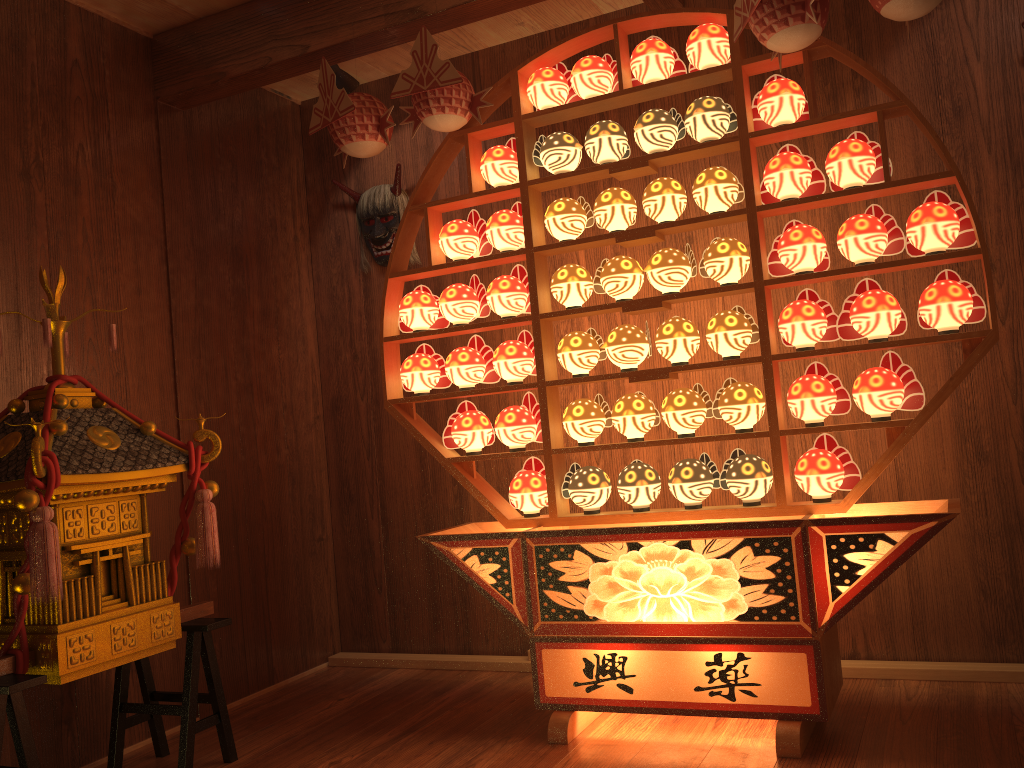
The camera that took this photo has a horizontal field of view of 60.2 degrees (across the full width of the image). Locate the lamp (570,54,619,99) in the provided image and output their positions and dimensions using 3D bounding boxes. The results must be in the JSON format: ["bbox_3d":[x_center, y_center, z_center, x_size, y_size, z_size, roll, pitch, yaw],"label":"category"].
[{"bbox_3d":[0.251,-0.998,2.869,0.162,0.179,0.164,-3,-4,-34],"label":"lamp"}]

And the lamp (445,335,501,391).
[{"bbox_3d":[-0.167,-0.074,3.036,0.194,0.200,0.162,-7,-4,35],"label":"lamp"}]

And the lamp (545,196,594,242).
[{"bbox_3d":[0.169,-0.540,2.897,0.162,0.167,0.135,-3,-4,-35],"label":"lamp"}]

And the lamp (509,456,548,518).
[{"bbox_3d":[0.056,0.343,2.935,0.191,0.197,0.160,-6,-3,15],"label":"lamp"}]

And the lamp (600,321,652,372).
[{"bbox_3d":[0.358,-0.116,2.814,0.157,0.161,0.139,-5,-3,0],"label":"lamp"}]

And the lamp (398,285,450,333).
[{"bbox_3d":[-0.330,-0.270,3.112,0.188,0.187,0.158,-5,-3,5],"label":"lamp"}]

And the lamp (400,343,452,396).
[{"bbox_3d":[-0.326,-0.053,3.106,0.187,0.195,0.159,-6,-3,10],"label":"lamp"}]

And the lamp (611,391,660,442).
[{"bbox_3d":[0.381,0.102,2.791,0.136,0.161,0.161,-7,-3,25],"label":"lamp"}]

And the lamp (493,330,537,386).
[{"bbox_3d":[-0.002,-0.089,2.964,0.176,0.192,0.162,-8,-4,40],"label":"lamp"}]

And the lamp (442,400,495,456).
[{"bbox_3d":[-0.137,0.147,3.026,0.189,0.193,0.154,-4,-3,-15],"label":"lamp"}]

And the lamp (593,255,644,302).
[{"bbox_3d":[0.356,-0.337,2.815,0.144,0.161,0.152,-3,-4,-35],"label":"lamp"}]

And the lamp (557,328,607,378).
[{"bbox_3d":[0.210,-0.102,2.871,0.162,0.167,0.134,-2,-4,-45],"label":"lamp"}]

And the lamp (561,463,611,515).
[{"bbox_3d":[0.256,0.335,2.850,0.144,0.167,0.152,-3,-4,-35],"label":"lamp"}]

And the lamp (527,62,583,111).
[{"bbox_3d":[0.112,-0.992,2.925,0.194,0.200,0.162,-7,-4,35],"label":"lamp"}]

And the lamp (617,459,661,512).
[{"bbox_3d":[0.400,0.320,2.781,0.138,0.161,0.158,-5,-3,5],"label":"lamp"}]

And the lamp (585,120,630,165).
[{"bbox_3d":[0.301,-0.774,2.838,0.137,0.161,0.159,-6,-3,15],"label":"lamp"}]

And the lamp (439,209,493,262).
[{"bbox_3d":[-0.192,-0.514,3.057,0.162,0.200,0.193,-2,-4,-40],"label":"lamp"}]

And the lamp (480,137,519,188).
[{"bbox_3d":[-0.045,-0.752,2.992,0.193,0.200,0.162,-8,-4,40],"label":"lamp"}]

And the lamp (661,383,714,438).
[{"bbox_3d":[0.525,0.083,2.732,0.162,0.167,0.135,-3,-4,-35],"label":"lamp"}]

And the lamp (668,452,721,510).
[{"bbox_3d":[0.544,0.301,2.720,0.162,0.167,0.135,-3,-4,-35],"label":"lamp"}]

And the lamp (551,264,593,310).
[{"bbox_3d":[0.195,-0.322,2.877,0.138,0.167,0.158,-5,-3,5],"label":"lamp"}]

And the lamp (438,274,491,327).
[{"bbox_3d":[-0.191,-0.288,3.053,0.162,0.191,0.175,-3,-4,-35],"label":"lamp"}]

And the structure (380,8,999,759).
[{"bbox_3d":[0.440,-0.057,2.771,1.911,2.194,0.503,-7,-3,24],"label":"structure"}]

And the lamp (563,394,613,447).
[{"bbox_3d":[0.227,0.118,2.863,0.162,0.167,0.135,-3,-4,-35],"label":"lamp"}]

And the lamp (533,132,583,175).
[{"bbox_3d":[0.168,-0.760,2.911,0.151,0.167,0.144,-8,-4,40],"label":"lamp"}]

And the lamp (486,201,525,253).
[{"bbox_3d":[-0.026,-0.531,2.980,0.183,0.195,0.162,-8,-4,40],"label":"lamp"}]

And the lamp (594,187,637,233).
[{"bbox_3d":[0.330,-0.556,2.824,0.138,0.161,0.158,-5,-3,5],"label":"lamp"}]

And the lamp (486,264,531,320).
[{"bbox_3d":[-0.024,-0.312,2.976,0.193,0.200,0.162,-8,-4,40],"label":"lamp"}]

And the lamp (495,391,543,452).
[{"bbox_3d":[0.004,0.127,2.957,0.162,0.200,0.193,-2,-4,-40],"label":"lamp"}]

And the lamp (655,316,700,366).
[{"bbox_3d":[0.512,-0.137,2.737,0.138,0.167,0.159,-6,-3,10],"label":"lamp"}]
